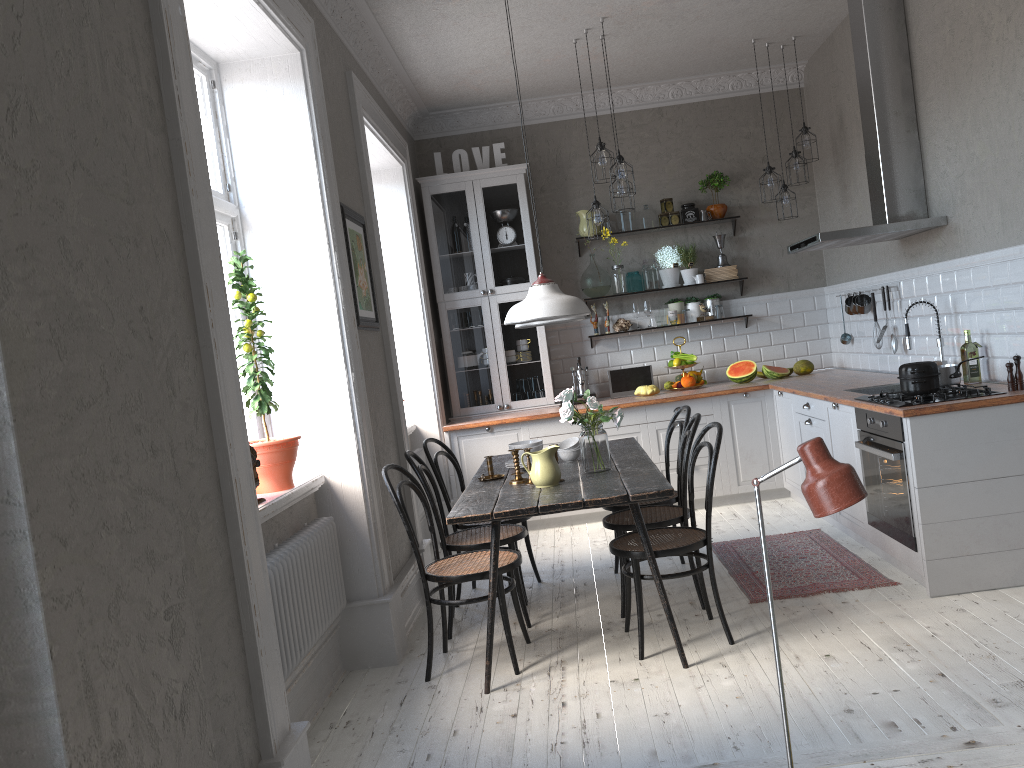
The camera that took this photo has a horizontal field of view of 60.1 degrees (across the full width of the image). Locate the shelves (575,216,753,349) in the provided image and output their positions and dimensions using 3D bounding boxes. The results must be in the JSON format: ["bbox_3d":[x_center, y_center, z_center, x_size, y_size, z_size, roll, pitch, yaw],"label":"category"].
[{"bbox_3d":[1.225,-0.796,7.161,1.315,0.923,0.229,-8,2,1],"label":"shelves"}]

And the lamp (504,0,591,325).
[{"bbox_3d":[0.031,-1.195,3.785,0.371,1.859,0.387,-6,3,40],"label":"lamp"}]

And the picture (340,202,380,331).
[{"bbox_3d":[-0.772,-0.580,4.521,0.020,0.620,0.522,-8,2,3],"label":"picture"}]

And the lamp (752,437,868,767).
[{"bbox_3d":[0.515,0.511,1.528,0.246,0.839,0.141,-6,3,37],"label":"lamp"}]

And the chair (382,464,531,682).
[{"bbox_3d":[-0.229,0.777,3.887,0.545,0.921,0.440,-7,2,10],"label":"chair"}]

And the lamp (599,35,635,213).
[{"bbox_3d":[0.621,-2.000,5.804,0.148,1.735,0.145,-8,3,-11],"label":"lamp"}]

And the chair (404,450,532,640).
[{"bbox_3d":[-0.203,0.753,4.442,0.549,0.921,0.437,-8,2,-1],"label":"chair"}]

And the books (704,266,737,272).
[{"bbox_3d":[1.683,-0.922,7.156,0.259,0.016,0.159,-7,2,11],"label":"books"}]

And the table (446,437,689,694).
[{"bbox_3d":[0.288,0.783,4.416,0.904,0.735,1.922,-7,2,3],"label":"table"}]

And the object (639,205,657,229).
[{"bbox_3d":[1.103,-1.351,7.214,0.143,0.220,0.137,-10,3,-38],"label":"object"}]

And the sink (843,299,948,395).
[{"bbox_3d":[2.165,-0.093,4.931,0.527,0.720,0.486,-8,2,2],"label":"sink"}]

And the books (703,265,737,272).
[{"bbox_3d":[1.682,-0.933,7.156,0.260,0.011,0.158,-7,2,8],"label":"books"}]

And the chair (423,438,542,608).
[{"bbox_3d":[-0.158,0.728,4.928,0.544,0.921,0.442,-7,3,15],"label":"chair"}]

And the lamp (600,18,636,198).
[{"bbox_3d":[0.585,-2.035,5.488,0.150,1.735,0.143,-10,3,-41],"label":"lamp"}]

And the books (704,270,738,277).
[{"bbox_3d":[1.687,-0.891,7.158,0.260,0.011,0.158,-7,2,5],"label":"books"}]

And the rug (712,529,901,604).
[{"bbox_3d":[1.520,0.963,4.827,0.735,0.014,1.290,-7,2,3],"label":"rug"}]

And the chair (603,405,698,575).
[{"bbox_3d":[0.762,0.608,4.871,0.549,0.921,0.437,-8,2,-1],"label":"chair"}]

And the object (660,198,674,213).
[{"bbox_3d":[1.241,-1.425,7.094,0.084,0.113,0.082,-8,2,-18],"label":"object"}]

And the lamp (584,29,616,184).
[{"bbox_3d":[0.481,-2.158,5.643,0.148,1.735,0.145,-8,3,-11],"label":"lamp"}]

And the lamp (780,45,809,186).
[{"bbox_3d":[2.010,-2.341,6.531,0.143,1.735,0.150,-5,3,44],"label":"lamp"}]

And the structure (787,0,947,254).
[{"bbox_3d":[1.987,-1.645,5.262,0.712,1.596,0.712,-8,2,2],"label":"structure"}]

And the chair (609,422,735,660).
[{"bbox_3d":[0.692,0.656,3.855,0.549,0.921,0.437,-8,2,-1],"label":"chair"}]

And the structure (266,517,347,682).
[{"bbox_3d":[-0.833,0.818,3.325,0.149,0.428,1.223,-8,2,1],"label":"structure"}]

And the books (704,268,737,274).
[{"bbox_3d":[1.684,-0.912,7.157,0.258,0.016,0.159,-7,2,14],"label":"books"}]

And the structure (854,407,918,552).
[{"bbox_3d":[2.075,0.403,4.303,0.617,0.623,0.623,-8,2,2],"label":"structure"}]

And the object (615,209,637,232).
[{"bbox_3d":[0.923,-1.306,7.123,0.168,0.184,0.175,-6,3,41],"label":"object"}]

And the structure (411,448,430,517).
[{"bbox_3d":[-0.694,0.703,5.857,0.149,0.428,1.223,-8,2,1],"label":"structure"}]

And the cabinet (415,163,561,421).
[{"bbox_3d":[-0.170,-0.699,7.046,0.879,1.921,0.388,-8,2,1],"label":"cabinet"}]

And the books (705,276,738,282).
[{"bbox_3d":[1.693,-0.848,7.160,0.260,0.011,0.158,-7,2,8],"label":"books"}]

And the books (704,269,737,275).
[{"bbox_3d":[1.686,-0.901,7.157,0.260,0.011,0.158,-7,2,8],"label":"books"}]

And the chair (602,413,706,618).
[{"bbox_3d":[0.718,0.633,4.388,0.545,0.921,0.440,-7,2,10],"label":"chair"}]

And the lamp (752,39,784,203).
[{"bbox_3d":[1.752,-2.167,6.302,0.144,1.735,0.149,-6,3,34],"label":"lamp"}]

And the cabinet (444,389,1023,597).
[{"bbox_3d":[1.530,0.500,5.766,2.030,0.854,4.106,-10,3,-42],"label":"cabinet"}]

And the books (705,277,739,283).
[{"bbox_3d":[1.695,-0.836,7.160,0.260,0.011,0.158,-7,2,5],"label":"books"}]

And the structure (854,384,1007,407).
[{"bbox_3d":[2.001,0.046,4.292,0.495,0.031,0.606,-7,2,2],"label":"structure"}]

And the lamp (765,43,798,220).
[{"bbox_3d":[1.903,-2.068,6.439,0.149,1.735,0.144,-9,3,-26],"label":"lamp"}]

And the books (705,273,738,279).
[{"bbox_3d":[1.690,-0.869,7.159,0.259,0.016,0.159,-7,2,11],"label":"books"}]

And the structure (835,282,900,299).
[{"bbox_3d":[2.456,-0.641,6.165,0.094,0.053,1.087,-7,2,3],"label":"structure"}]

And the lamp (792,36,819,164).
[{"bbox_3d":[2.024,-2.465,6.355,0.149,1.735,0.144,-9,3,-26],"label":"lamp"}]

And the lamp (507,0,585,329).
[{"bbox_3d":[0.081,-1.235,4.678,0.377,1.859,0.382,-7,3,10],"label":"lamp"}]

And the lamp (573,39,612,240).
[{"bbox_3d":[0.469,-1.821,5.817,0.149,1.735,0.144,-9,3,-31],"label":"lamp"}]

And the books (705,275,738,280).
[{"bbox_3d":[1.692,-0.858,7.159,0.258,0.016,0.159,-7,2,14],"label":"books"}]

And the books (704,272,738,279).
[{"bbox_3d":[1.689,-0.880,7.158,0.260,0.011,0.158,-7,2,8],"label":"books"}]
